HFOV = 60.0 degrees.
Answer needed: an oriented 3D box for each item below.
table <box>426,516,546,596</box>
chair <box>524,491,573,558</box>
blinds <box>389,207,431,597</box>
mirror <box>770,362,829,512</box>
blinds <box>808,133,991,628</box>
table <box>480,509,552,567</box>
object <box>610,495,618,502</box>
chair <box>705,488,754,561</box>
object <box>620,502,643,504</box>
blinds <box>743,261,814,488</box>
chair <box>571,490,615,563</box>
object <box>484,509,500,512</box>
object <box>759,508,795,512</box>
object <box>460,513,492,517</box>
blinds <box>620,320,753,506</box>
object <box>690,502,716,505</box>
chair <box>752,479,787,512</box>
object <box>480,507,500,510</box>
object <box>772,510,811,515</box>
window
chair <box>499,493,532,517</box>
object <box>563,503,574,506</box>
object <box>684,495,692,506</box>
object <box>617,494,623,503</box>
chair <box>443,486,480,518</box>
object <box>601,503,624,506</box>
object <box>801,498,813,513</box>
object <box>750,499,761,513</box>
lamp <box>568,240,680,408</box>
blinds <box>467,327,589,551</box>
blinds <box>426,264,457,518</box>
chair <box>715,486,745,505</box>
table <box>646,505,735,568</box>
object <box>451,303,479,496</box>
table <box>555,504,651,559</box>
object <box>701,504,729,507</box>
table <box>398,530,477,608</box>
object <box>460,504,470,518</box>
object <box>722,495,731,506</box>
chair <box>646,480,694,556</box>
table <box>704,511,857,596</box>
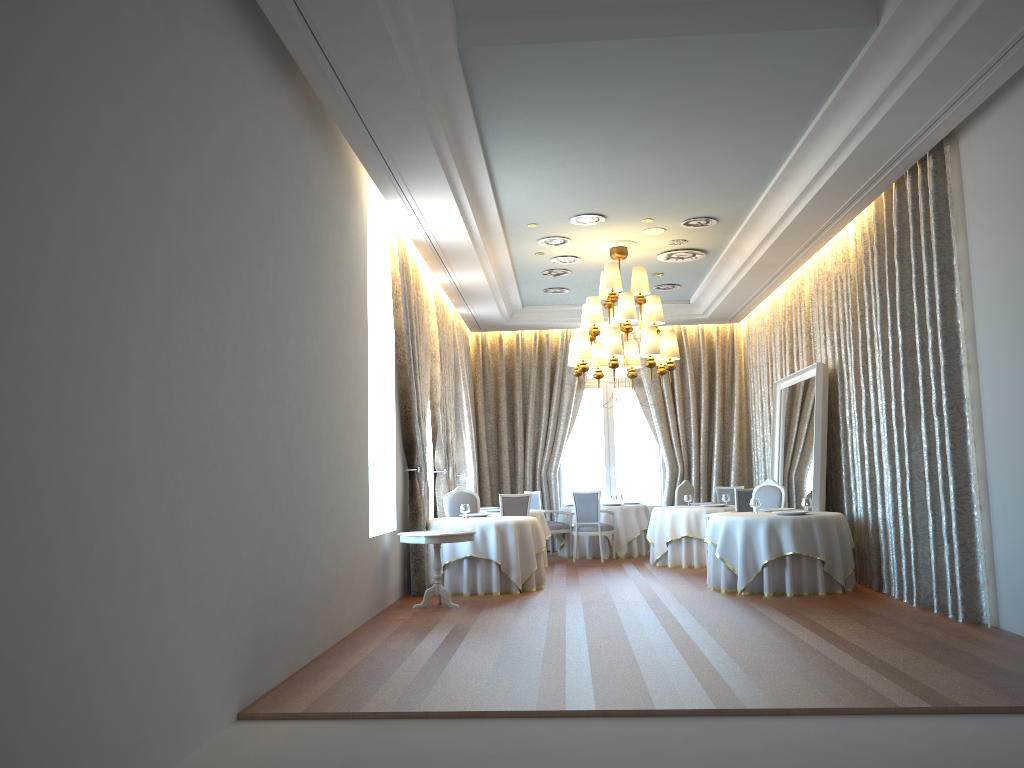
[{"bbox_3d":[-0.406,2.088,10.839,1.663,0.890,1.667,-1,-6,-8],"label":"table"},{"bbox_3d":[0.593,2.334,14.798,0.629,1.108,0.650,2,-7,-31],"label":"chair"},{"bbox_3d":[-1.151,0.094,10.755,0.315,4.930,2.204,-2,-6,3],"label":"blinds"},{"bbox_3d":[3.756,1.133,11.724,0.385,2.564,2.251,-2,-6,3],"label":"mirror"},{"bbox_3d":[3.917,-0.162,9.669,0.238,4.819,4.439,-2,-6,3],"label":"blinds"},{"bbox_3d":[-0.243,2.371,13.458,1.667,0.890,1.663,-1,-6,-3],"label":"table"},{"bbox_3d":[1.737,1.972,15.090,0.128,0.165,0.128,-2,-6,3],"label":"object"},{"bbox_3d":[3.116,2.001,12.306,0.650,1.108,0.629,2,-7,-26],"label":"chair"},{"bbox_3d":[2.054,2.043,15.220,0.419,0.036,0.419,-2,-6,2],"label":"object"},{"bbox_3d":[4.175,0.307,14.008,0.238,4.819,4.439,-2,-6,3],"label":"blinds"},{"bbox_3d":[1.256,2.234,14.028,0.650,1.108,0.629,-3,-7,18],"label":"chair"},{"bbox_3d":[-0.219,1.859,13.044,0.419,0.036,0.419,-2,-6,2],"label":"object"},{"bbox_3d":[3.189,1.517,10.664,0.419,0.036,0.419,-2,-6,2],"label":"object"},{"bbox_3d":[-0.461,1.674,11.299,0.419,0.036,0.419,-2,-6,2],"label":"object"},{"bbox_3d":[3.181,0.586,16.179,2.476,4.901,0.386,-2,-6,3],"label":"blinds"},{"bbox_3d":[2.966,1.859,13.744,0.419,0.036,0.419,-2,-6,2],"label":"object"},{"bbox_3d":[3.067,1.816,11.131,0.690,1.233,0.563,3,-8,-36],"label":"chair"},{"bbox_3d":[-0.368,1.963,13.959,0.419,0.036,0.419,-2,-6,2],"label":"object"},{"bbox_3d":[3.086,1.425,9.802,0.419,0.036,0.419,-2,-6,2],"label":"object"},{"bbox_3d":[1.814,0.638,16.673,1.881,3.306,0.196,-2,-6,3],"label":"window"},{"bbox_3d":[-0.047,2.087,12.403,0.650,1.108,0.629,1,-7,-22],"label":"chair"},{"bbox_3d":[1.075,2.052,15.090,0.419,0.036,0.419,-2,-6,2],"label":"object"},{"bbox_3d":[2.700,1.785,13.594,0.128,0.165,0.128,-2,-6,3],"label":"object"},{"bbox_3d":[1.880,2.014,15.506,0.128,0.165,0.128,-2,-6,3],"label":"object"},{"bbox_3d":[-0.564,1.963,11.678,0.563,1.233,0.690,1,-7,-22],"label":"chair"},{"bbox_3d":[1.667,2.002,14.766,0.419,0.036,0.419,-2,-6,2],"label":"object"},{"bbox_3d":[3.341,1.379,10.028,0.128,0.165,0.128,-2,-6,3],"label":"object"},{"bbox_3d":[2.886,1.444,10.520,0.128,0.165,0.128,-5,-7,33],"label":"object"},{"bbox_3d":[1.423,-0.771,11.517,1.373,2.121,1.373,-7,-8,40],"label":"lamp"},{"bbox_3d":[0.311,0.673,16.345,2.535,4.901,0.386,-2,-6,3],"label":"blinds"},{"bbox_3d":[-0.983,0.358,13.194,0.335,4.969,2.257,-2,-6,3],"label":"blinds"},{"bbox_3d":[3.523,2.224,14.429,0.650,1.108,0.629,-4,-7,23],"label":"chair"},{"bbox_3d":[2.871,2.276,13.264,1.663,0.890,1.667,-3,-7,17],"label":"table"},{"bbox_3d":[-0.791,0.637,15.357,0.386,4.901,2.121,-2,-6,3],"label":"object"},{"bbox_3d":[1.588,2.514,15.156,1.667,0.890,1.663,-4,-7,22],"label":"table"},{"bbox_3d":[2.955,1.770,12.929,0.419,0.036,0.419,-2,-6,2],"label":"object"},{"bbox_3d":[-0.775,1.961,9.305,0.760,0.801,0.761,-7,-8,42],"label":"table"},{"bbox_3d":[-0.582,1.579,11.002,0.128,0.165,0.128,0,-6,-15],"label":"object"},{"bbox_3d":[3.182,1.728,13.179,0.128,0.165,0.128,-2,-6,3],"label":"object"},{"bbox_3d":[2.628,2.213,14.656,0.690,1.233,0.563,-7,-9,43],"label":"chair"},{"bbox_3d":[3.068,1.935,10.200,1.663,0.890,1.667,-1,-6,-8],"label":"table"}]
